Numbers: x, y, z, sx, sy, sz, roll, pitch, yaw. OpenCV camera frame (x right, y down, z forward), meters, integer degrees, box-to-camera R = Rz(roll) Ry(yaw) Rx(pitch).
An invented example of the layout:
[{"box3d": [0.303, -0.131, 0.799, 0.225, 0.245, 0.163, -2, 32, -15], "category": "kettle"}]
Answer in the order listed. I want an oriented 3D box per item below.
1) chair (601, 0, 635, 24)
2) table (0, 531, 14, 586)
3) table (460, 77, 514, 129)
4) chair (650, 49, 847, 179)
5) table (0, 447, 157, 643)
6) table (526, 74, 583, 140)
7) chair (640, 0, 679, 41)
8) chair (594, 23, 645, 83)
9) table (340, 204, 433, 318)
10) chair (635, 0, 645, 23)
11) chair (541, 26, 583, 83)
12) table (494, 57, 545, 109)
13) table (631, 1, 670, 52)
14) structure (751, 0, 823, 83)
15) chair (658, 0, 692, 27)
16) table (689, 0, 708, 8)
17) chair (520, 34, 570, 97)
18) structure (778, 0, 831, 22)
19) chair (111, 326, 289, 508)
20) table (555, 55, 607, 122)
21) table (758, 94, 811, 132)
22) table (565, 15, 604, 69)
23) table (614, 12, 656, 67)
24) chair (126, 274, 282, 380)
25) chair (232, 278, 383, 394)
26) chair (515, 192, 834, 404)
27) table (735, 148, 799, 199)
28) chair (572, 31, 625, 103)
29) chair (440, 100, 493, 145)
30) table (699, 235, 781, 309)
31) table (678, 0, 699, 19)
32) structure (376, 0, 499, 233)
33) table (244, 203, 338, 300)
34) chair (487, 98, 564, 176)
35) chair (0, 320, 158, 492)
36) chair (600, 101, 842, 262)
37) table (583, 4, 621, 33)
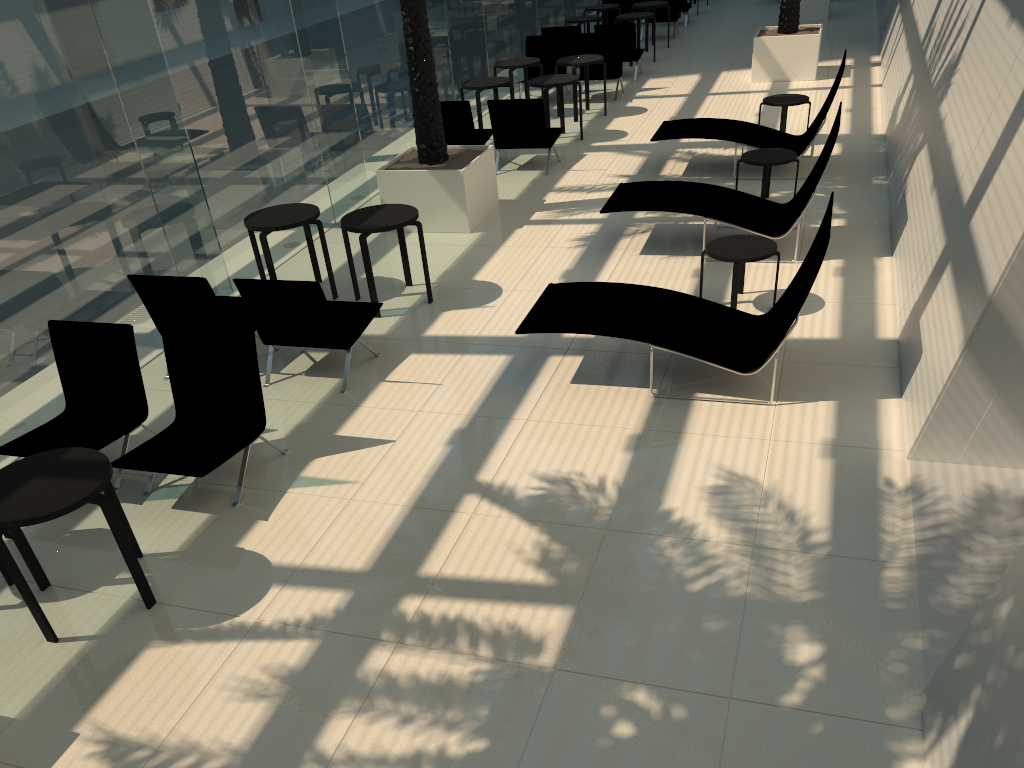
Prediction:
[{"box3d": [2.174, -7.757, 18.402, 0.712, 0.960, 0.820, 6, 34, 17], "category": "chair"}, {"box3d": [-3.293, 0.787, 4.968, 0.669, 0.844, 0.635, -18, 35, -19], "category": "table"}, {"box3d": [-0.328, -3.835, 12.298, 0.661, 0.844, 0.643, -24, 37, -26], "category": "table"}, {"box3d": [2.688, -3.091, 10.051, 2.026, 1.251, 0.852, 5, 34, 17], "category": "chair"}, {"box3d": [-2.371, 0.851, 4.688, 0.669, 0.844, 0.635, -18, 35, -19], "category": "table"}, {"box3d": [0.593, -3.771, 12.019, 0.661, 0.844, 0.643, -24, 37, -26], "category": "table"}, {"box3d": [3.060, -7.695, 18.133, 0.712, 0.960, 0.820, 6, 34, 17], "category": "chair"}, {"box3d": [1.882, -5.842, 15.192, 0.712, 0.960, 0.820, 6, 34, 17], "category": "chair"}, {"box3d": [-1.118, -1.111, 7.801, 0.661, 0.844, 0.643, -24, 37, -26], "category": "table"}, {"box3d": [2.704, -8.558, 19.670, 0.712, 0.960, 0.820, 6, 34, 17], "category": "chair"}, {"box3d": [0.996, -5.904, 15.460, 0.712, 0.960, 0.820, 6, 34, 17], "category": "chair"}, {"box3d": [0.113, -4.506, 13.361, 0.665, 0.844, 0.639, -21, 36, -22], "category": "table"}, {"box3d": [2.738, -7.091, 17.283, 0.665, 0.844, 0.639, -21, 36, -22], "category": "table"}, {"box3d": [4.303, -8.161, 12.277, 4.480, 7.441, 4.086, -27, 39, -29], "category": "structure"}, {"box3d": [3.590, -8.497, 19.402, 0.712, 0.960, 0.820, 6, 34, 17], "category": "chair"}, {"box3d": [4.488, -9.810, 21.596, 0.665, 0.844, 0.639, -21, 36, -22], "category": "table"}, {"box3d": [0.470, -5.108, 14.201, 0.712, 0.960, 0.820, 6, 34, 17], "category": "chair"}, {"box3d": [5.923, -10.964, 16.822, 4.642, 7.375, 3.936, -6, 33, -1], "category": "structure"}, {"box3d": [-2.050, 0.246, 5.539, 0.712, 0.960, 0.820, 6, 34, 17], "category": "chair"}, {"box3d": [1.034, -4.442, 13.082, 0.665, 0.844, 0.639, -21, 36, -22], "category": "table"}, {"box3d": [3.431, -3.320, 11.005, 0.538, 0.559, 0.524, -24, 36, -26], "category": "table"}, {"box3d": [1.366, -6.467, 16.473, 0.661, 0.844, 0.643, -24, 37, -26], "category": "table"}, {"box3d": [2.287, -6.403, 16.194, 0.661, 0.844, 0.643, -24, 37, -26], "category": "table"}, {"box3d": [-2.409, -0.612, 7.067, 0.712, 0.960, 0.820, 6, 34, 17], "category": "chair"}, {"box3d": [-1.523, -0.550, 6.799, 0.712, 0.960, 0.820, 6, 34, 17], "category": "chair"}, {"box3d": [1.110, -0.639, 6.162, 2.026, 1.251, 0.852, 5, 34, 17], "category": "chair"}, {"box3d": [2.654, -2.113, 9.090, 0.542, 0.559, 0.521, -21, 35, -22], "category": "table"}, {"box3d": [1.356, -5.047, 13.932, 0.712, 0.960, 0.820, 6, 34, 17], "category": "chair"}, {"box3d": [-0.690, -3.283, 11.304, 0.712, 0.960, 0.820, 6, 34, 17], "category": "chair"}, {"box3d": [1.853, -0.868, 7.115, 0.542, 0.559, 0.521, -21, 35, -22], "category": "table"}, {"box3d": [3.991, -9.052, 20.395, 0.661, 0.844, 0.643, -24, 37, -26], "category": "table"}, {"box3d": [-1.137, -4.953, 7.679, 4.815, 7.577, 4.094, 2, 34, 12], "category": "structure"}, {"box3d": [-2.040, -1.175, 8.080, 0.661, 0.844, 0.643, -24, 37, -26], "category": "table"}, {"box3d": [0.196, -3.222, 11.036, 0.712, 0.960, 0.820, 6, 34, 17], "category": "chair"}, {"box3d": [-2.936, 0.184, 5.807, 0.712, 0.960, 0.820, 6, 34, 17], "category": "chair"}, {"box3d": [1.911, -1.884, 8.136, 2.026, 1.251, 0.852, 5, 34, 17], "category": "chair"}, {"box3d": [1.817, -7.155, 17.562, 0.665, 0.844, 0.639, -21, 36, -22], "category": "table"}]
